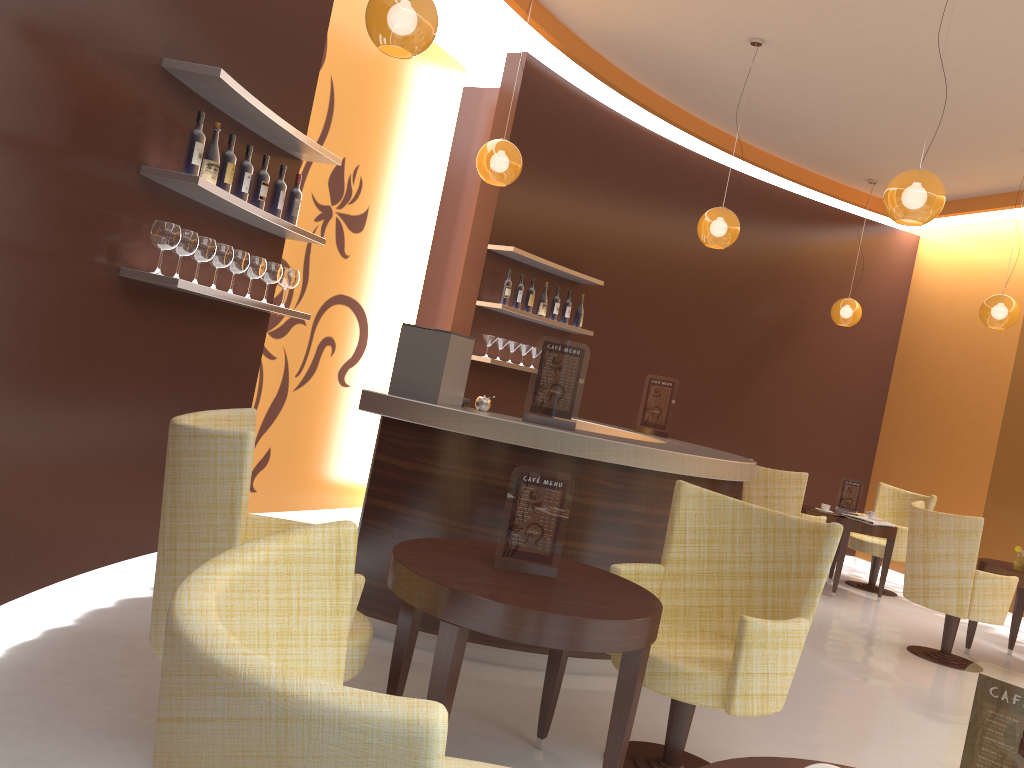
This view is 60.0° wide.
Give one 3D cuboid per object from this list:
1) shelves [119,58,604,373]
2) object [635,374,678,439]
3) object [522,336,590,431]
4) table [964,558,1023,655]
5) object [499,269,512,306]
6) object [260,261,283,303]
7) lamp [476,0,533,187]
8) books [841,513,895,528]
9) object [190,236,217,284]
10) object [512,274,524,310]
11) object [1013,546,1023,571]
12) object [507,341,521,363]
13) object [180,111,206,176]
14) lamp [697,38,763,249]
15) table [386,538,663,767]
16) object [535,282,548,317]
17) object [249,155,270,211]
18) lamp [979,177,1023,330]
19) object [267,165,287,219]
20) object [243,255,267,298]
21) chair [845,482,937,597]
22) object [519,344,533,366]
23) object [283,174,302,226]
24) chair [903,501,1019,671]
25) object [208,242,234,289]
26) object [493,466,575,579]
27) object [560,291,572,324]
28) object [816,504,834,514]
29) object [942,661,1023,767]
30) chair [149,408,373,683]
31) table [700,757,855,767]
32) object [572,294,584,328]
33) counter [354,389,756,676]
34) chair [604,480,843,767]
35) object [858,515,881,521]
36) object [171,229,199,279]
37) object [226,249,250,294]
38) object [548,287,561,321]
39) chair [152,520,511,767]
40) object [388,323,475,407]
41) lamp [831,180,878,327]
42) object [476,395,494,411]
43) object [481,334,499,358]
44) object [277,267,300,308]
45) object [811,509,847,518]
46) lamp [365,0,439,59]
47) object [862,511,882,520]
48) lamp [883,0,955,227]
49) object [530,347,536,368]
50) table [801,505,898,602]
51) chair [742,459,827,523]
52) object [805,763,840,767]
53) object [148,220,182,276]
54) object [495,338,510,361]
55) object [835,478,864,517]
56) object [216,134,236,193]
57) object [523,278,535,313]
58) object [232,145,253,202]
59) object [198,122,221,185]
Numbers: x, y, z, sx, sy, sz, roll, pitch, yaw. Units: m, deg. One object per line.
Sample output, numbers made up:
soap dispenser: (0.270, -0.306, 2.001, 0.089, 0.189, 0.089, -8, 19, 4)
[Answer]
shelves: (-0.536, -0.692, 5.757, 0.586, 0.902, 4.744, 12, 0, 26)
object: (1.007, 0.150, 6.148, 0.258, 0.414, 0.052, 12, 0, 38)
object: (0.213, -0.006, 4.183, 0.258, 0.414, 0.052, 11, 0, -7)
table: (3.733, 1.692, 6.300, 0.872, 0.679, 0.874, 12, 0, 10)
object: (-0.041, -0.750, 6.940, 0.073, 0.297, 0.073, 12, 0, 17)
object: (-1.278, -0.526, 4.643, 0.125, 0.221, 0.125, 12, 0, 4)
lamp: (0.042, -2.028, 5.714, 0.299, 1.500, 0.299, 11, 0, -3)
books: (3.137, 1.202, 7.805, 0.367, 0.035, 0.345, 11, 0, -31)
object: (-1.408, -0.550, 3.991, 0.125, 0.221, 0.125, 12, 0, 4)
object: (0.057, -0.731, 7.079, 0.073, 0.297, 0.073, 12, 0, 17)
object: (3.542, 1.220, 6.186, 0.072, 0.171, 0.067, 11, 0, -39)
object: (-0.004, -0.252, 7.145, 0.137, 0.174, 0.137, 12, 0, 44)
object: (-1.340, -1.004, 3.747, 0.073, 0.297, 0.073, 11, 0, -11)
lamp: (1.597, -1.713, 6.327, 0.299, 1.500, 0.299, 11, 0, -3)
table: (-0.019, 0.939, 2.829, 0.872, 0.679, 0.874, 12, 0, 25)
object: (0.259, -0.695, 7.354, 0.086, 0.303, 0.086, 11, 0, -37)
object: (-1.244, -0.987, 4.392, 0.073, 0.297, 0.073, 11, 0, -11)
lamp: (4.157, -1.196, 7.336, 0.299, 1.500, 0.299, 12, 0, 22)
object: (-1.203, -0.979, 4.562, 0.073, 0.297, 0.073, 11, 0, -24)
object: (-1.315, -0.533, 4.477, 0.125, 0.221, 0.125, 12, 0, 4)
chair: (3.610, 1.487, 8.562, 0.685, 1.017, 0.729, 11, 0, -22)
object: (0.092, -0.231, 7.263, 0.137, 0.174, 0.137, 12, 0, 44)
object: (-1.162, -0.971, 4.722, 0.073, 0.297, 0.073, 11, 0, -11)
chair: (3.008, 1.372, 6.051, 0.685, 1.017, 0.729, 11, 0, -4)
object: (-1.379, -0.545, 4.152, 0.125, 0.221, 0.125, 12, 0, 4)
object: (0.074, 0.440, 2.841, 0.209, 0.335, 0.042, 11, 0, -7)
object: (0.469, -0.648, 7.588, 0.073, 0.297, 0.073, 12, 0, 17)
object: (2.788, 1.108, 7.898, 0.153, 0.069, 0.153, 12, 0, 5)
object: (0.700, 0.573, 1.218, 0.209, 0.335, 0.042, 12, 0, 44)
chair: (-0.734, 0.622, 2.601, 0.685, 1.017, 0.729, 11, 0, -14)
table: (0.583, 1.066, 1.260, 0.872, 0.679, 0.874, 12, 0, 25)
object: (0.588, -0.630, 7.717, 0.086, 0.303, 0.086, 11, 0, -7)
counter: (0.486, 0.820, 5.105, 1.586, 1.100, 2.917, 12, 0, 24)
chair: (0.708, 0.913, 3.228, 0.685, 1.017, 0.729, 11, 0, -43)
object: (3.336, 1.248, 8.187, 0.239, 0.021, 0.464, 11, 0, -25)
object: (-1.430, -0.554, 3.829, 0.125, 0.221, 0.125, 12, 0, 4)
object: (-1.351, -0.540, 4.313, 0.125, 0.221, 0.125, 12, 0, 4)
object: (0.366, -0.669, 7.469, 0.073, 0.297, 0.073, 12, 0, 17)
chair: (-0.135, 0.748, 1.045, 0.685, 1.017, 0.729, 11, 0, -18)
object: (-0.356, -0.084, 4.292, 0.270, 0.340, 0.373, 12, 0, 24)
lamp: (3.522, -1.330, 9.015, 0.299, 1.500, 0.299, 11, 0, -21)
object: (-0.141, 0.094, 4.364, 0.075, 0.077, 0.075, 12, 0, 38)
object: (-0.186, -0.288, 6.896, 0.137, 0.174, 0.137, 12, 0, 34)
object: (-1.226, -0.516, 4.804, 0.125, 0.221, 0.125, 12, 0, 4)
object: (2.767, 1.133, 7.888, 0.239, 0.021, 0.464, 11, 0, -7)
lamp: (-0.329, -2.097, 3.639, 0.299, 1.500, 0.299, 11, 0, -43)
object: (3.323, 1.216, 8.187, 0.153, 0.069, 0.153, 11, 0, -38)
lamp: (2.231, -1.579, 4.648, 0.299, 1.500, 0.299, 11, 0, -43)
object: (0.181, -0.214, 7.378, 0.137, 0.174, 0.137, 12, 0, 44)
table: (2.964, 1.530, 8.045, 0.872, 0.679, 0.874, 12, 0, 15)
chair: (2.299, 1.223, 7.688, 0.685, 1.017, 0.729, 11, 0, -24)
object: (0.590, 0.711, 1.496, 0.234, 0.020, 0.234, 12, 0, 40)
object: (-1.447, -0.557, 3.672, 0.125, 0.221, 0.125, 12, 0, 4)
object: (-0.095, -0.270, 7.020, 0.137, 0.174, 0.137, 12, 0, 34)
object: (3.080, 1.036, 8.092, 0.209, 0.335, 0.042, 12, 0, 2)
object: (-1.310, -0.999, 4.071, 0.073, 0.297, 0.073, 12, 0, 38)
object: (0.148, -0.712, 7.205, 0.073, 0.297, 0.073, 11, 0, -24)
object: (-1.279, -0.994, 4.235, 0.073, 0.297, 0.073, 11, 0, -11)
object: (-1.333, -1.009, 3.930, 0.086, 0.303, 0.086, 11, 0, -42)
